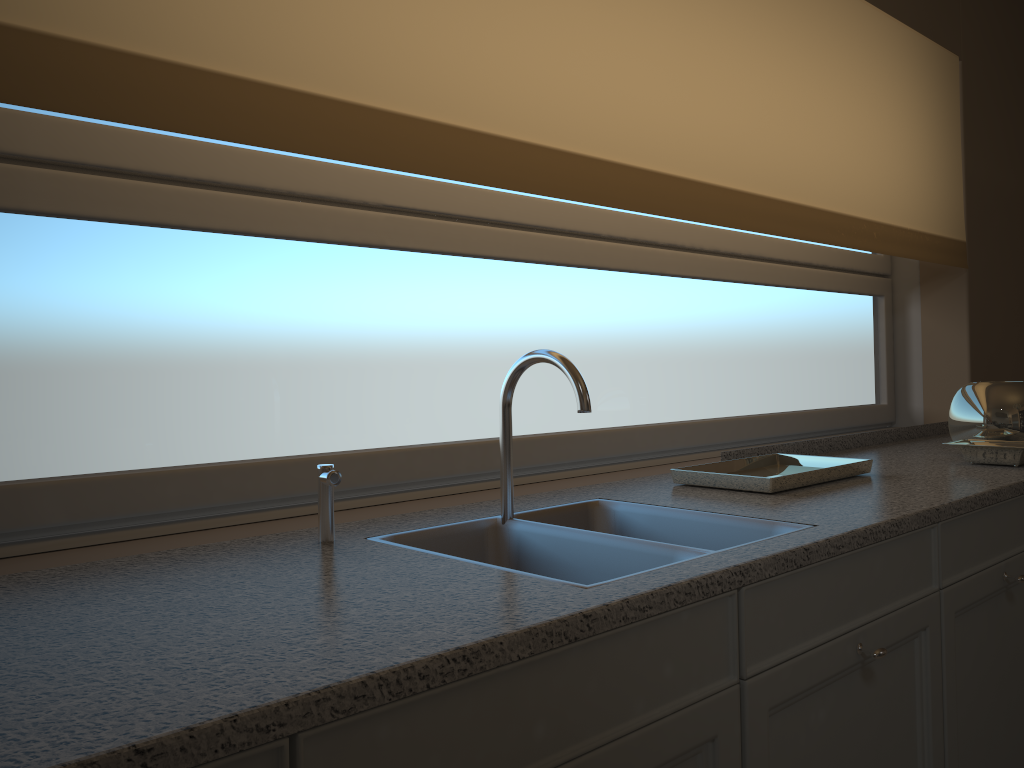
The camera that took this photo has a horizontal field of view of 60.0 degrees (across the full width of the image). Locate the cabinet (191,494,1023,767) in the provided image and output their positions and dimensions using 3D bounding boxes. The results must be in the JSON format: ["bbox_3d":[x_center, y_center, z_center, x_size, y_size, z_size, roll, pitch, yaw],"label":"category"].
[{"bbox_3d":[0.165,0.625,1.503,4.223,0.772,0.846,-2,1,-43],"label":"cabinet"}]

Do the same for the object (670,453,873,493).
[{"bbox_3d":[0.571,0.189,1.924,0.429,0.030,0.240,-2,1,-43],"label":"object"}]

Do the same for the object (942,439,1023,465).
[{"bbox_3d":[1.167,0.166,2.131,0.153,0.048,0.197,-2,1,-43],"label":"object"}]

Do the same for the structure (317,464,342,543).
[{"bbox_3d":[-0.271,0.188,1.310,0.024,0.135,0.036,0,-1,-43],"label":"structure"}]

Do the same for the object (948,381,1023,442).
[{"bbox_3d":[1.270,0.092,2.312,0.235,0.196,0.235,-1,0,-26],"label":"object"}]

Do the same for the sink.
[{"bbox_3d":[0.125,0.185,1.352,0.538,0.482,0.458,-1,0,-43],"label":"sink"}]

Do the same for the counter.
[{"bbox_3d":[0.200,0.214,1.472,4.240,0.068,0.652,-2,1,-43],"label":"counter"}]

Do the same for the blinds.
[{"bbox_3d":[0.354,-0.766,2.020,3.550,0.783,0.022,-2,0,-43],"label":"blinds"}]

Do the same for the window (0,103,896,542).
[{"bbox_3d":[0.171,-0.471,2.246,3.567,1.354,0.047,-2,0,-43],"label":"window"}]
